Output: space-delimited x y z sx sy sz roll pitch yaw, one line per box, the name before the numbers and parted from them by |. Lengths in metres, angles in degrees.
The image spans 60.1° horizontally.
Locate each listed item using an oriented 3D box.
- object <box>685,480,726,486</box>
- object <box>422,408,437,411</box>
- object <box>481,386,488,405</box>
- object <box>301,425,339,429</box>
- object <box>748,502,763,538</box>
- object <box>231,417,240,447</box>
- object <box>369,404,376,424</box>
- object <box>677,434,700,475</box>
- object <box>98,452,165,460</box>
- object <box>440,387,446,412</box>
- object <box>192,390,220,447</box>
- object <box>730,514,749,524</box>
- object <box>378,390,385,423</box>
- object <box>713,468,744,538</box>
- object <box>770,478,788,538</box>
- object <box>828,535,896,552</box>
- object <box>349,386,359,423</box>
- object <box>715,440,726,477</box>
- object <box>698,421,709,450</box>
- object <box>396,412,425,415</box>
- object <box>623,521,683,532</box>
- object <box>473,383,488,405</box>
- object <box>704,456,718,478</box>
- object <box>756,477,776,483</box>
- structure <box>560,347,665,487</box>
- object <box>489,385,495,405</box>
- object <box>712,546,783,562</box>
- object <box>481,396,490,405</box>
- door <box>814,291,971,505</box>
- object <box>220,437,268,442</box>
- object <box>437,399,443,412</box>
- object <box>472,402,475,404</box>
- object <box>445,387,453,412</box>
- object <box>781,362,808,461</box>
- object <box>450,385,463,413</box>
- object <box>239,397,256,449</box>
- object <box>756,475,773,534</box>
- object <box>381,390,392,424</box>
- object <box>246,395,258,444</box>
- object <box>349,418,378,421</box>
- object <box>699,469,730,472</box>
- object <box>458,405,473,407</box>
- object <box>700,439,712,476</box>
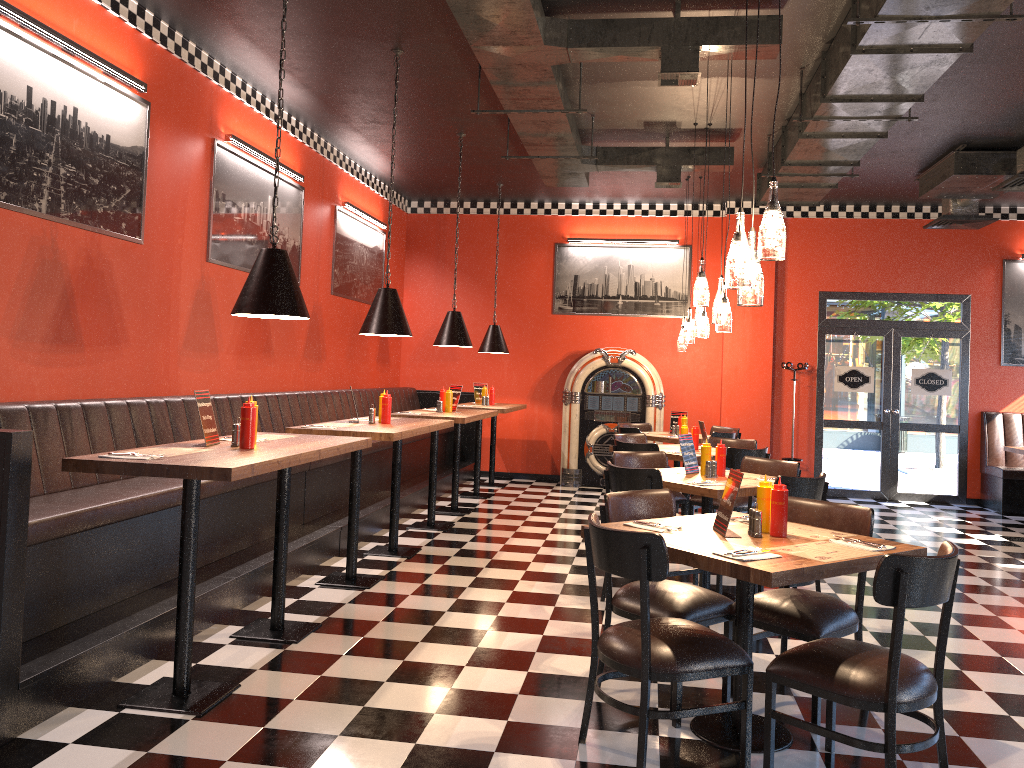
object | 1.178 0.591 5.315 0.255 0.019 0.157 2 1 -34
object | -0.741 0.248 8.629 0.255 0.019 0.157 2 1 6
object | -0.328 0.130 10.544 0.068 0.238 0.068 2 -2 2
object | -1.193 0.269 5.602 0.255 0.019 0.157 2 1 6
object | 0.985 0.547 3.583 0.047 0.136 0.093 2 -1 -1
object | -1.292 0.226 4.177 0.047 0.136 0.093 2 -1 0
object | -0.986 0.211 6.254 0.047 0.136 0.093 2 -1 -1
object | 1.173 0.464 5.878 0.072 0.257 0.188 1 -2 39
object | -1.494 0.284 3.533 0.255 0.019 0.157 2 1 6
object | -0.654 0.144 8.410 0.068 0.238 0.068 2 -2 3
object | -1.433 0.159 4.166 0.072 0.257 0.188 2 -1 0
object | 1.057 0.603 3.985 0.255 0.019 0.157 2 1 -35
object | -0.920 0.160 6.353 0.068 0.238 0.068 2 -2 18
object | 0.882 0.481 3.617 0.072 0.257 0.188 2 -1 -1
object | 1.084 0.499 3.594 0.068 0.238 0.068 4 -2 -38
object | 1.353 0.621 3.476 0.157 0.019 0.255 2 1 -32
object | -1.121 0.143 6.301 0.072 0.257 0.188 3 -1 -12
object | 1.361 0.482 5.778 0.068 0.238 0.068 2 -2 14
object | 1.703 0.459 7.846 0.072 0.257 0.188 2 -1 -1
object | -0.879 0.254 7.720 0.255 0.019 0.157 2 1 6
object | 0.603 0.590 3.683 0.157 0.019 0.255 2 1 -42
object | -0.370 0.117 10.636 0.188 0.257 0.072 3 -2 -31
object | 1.280 0.532 5.690 0.093 0.136 0.046 3 -2 -31
object | 1.652 0.605 5.607 0.157 0.019 0.255 2 1 -37
structure | 1.279 0.420 11.229 1.294 1.770 0.499 2 -2 9
object | -0.237 0.133 10.520 0.068 0.238 0.068 2 -2 2
object | 0.859 0.606 3.186 0.255 0.019 0.157 2 1 -33
object | -0.309 0.184 10.422 0.093 0.136 0.046 2 -2 -11
door | 4.709 0.151 10.987 1.800 2.576 0.128 2 -2 9
object | -1.340 0.278 4.480 0.255 0.019 0.157 2 1 6
object | -0.676 0.197 8.290 0.046 0.136 0.093 3 -1 -26
object | -0.358 0.234 10.890 0.255 0.019 0.157 2 1 6
object | -0.593 0.147 8.338 0.068 0.238 0.068 2 -2 -2
object | 3.467 0.561 10.931 0.375 1.661 0.374 1 -2 31
object | -0.559 0.138 8.447 0.072 0.257 0.188 4 -2 -40
object | -1.215 0.178 4.077 0.068 0.238 0.068 3 -2 -16
object | 1.052 0.496 3.682 0.068 0.238 0.068 1 -2 23
object | -0.887 0.163 6.265 0.068 0.238 0.068 1 -2 29
object | -1.268 0.173 4.293 0.068 0.238 0.068 3 -2 -16
object | -1.068 0.262 6.560 0.255 0.019 0.157 2 1 6
object | 1.363 0.588 6.072 0.255 0.019 0.157 2 1 -43
object | -0.522 0.241 9.824 0.255 0.019 0.157 2 1 6
object | 1.269 0.478 5.794 0.068 0.238 0.068 2 -2 14
